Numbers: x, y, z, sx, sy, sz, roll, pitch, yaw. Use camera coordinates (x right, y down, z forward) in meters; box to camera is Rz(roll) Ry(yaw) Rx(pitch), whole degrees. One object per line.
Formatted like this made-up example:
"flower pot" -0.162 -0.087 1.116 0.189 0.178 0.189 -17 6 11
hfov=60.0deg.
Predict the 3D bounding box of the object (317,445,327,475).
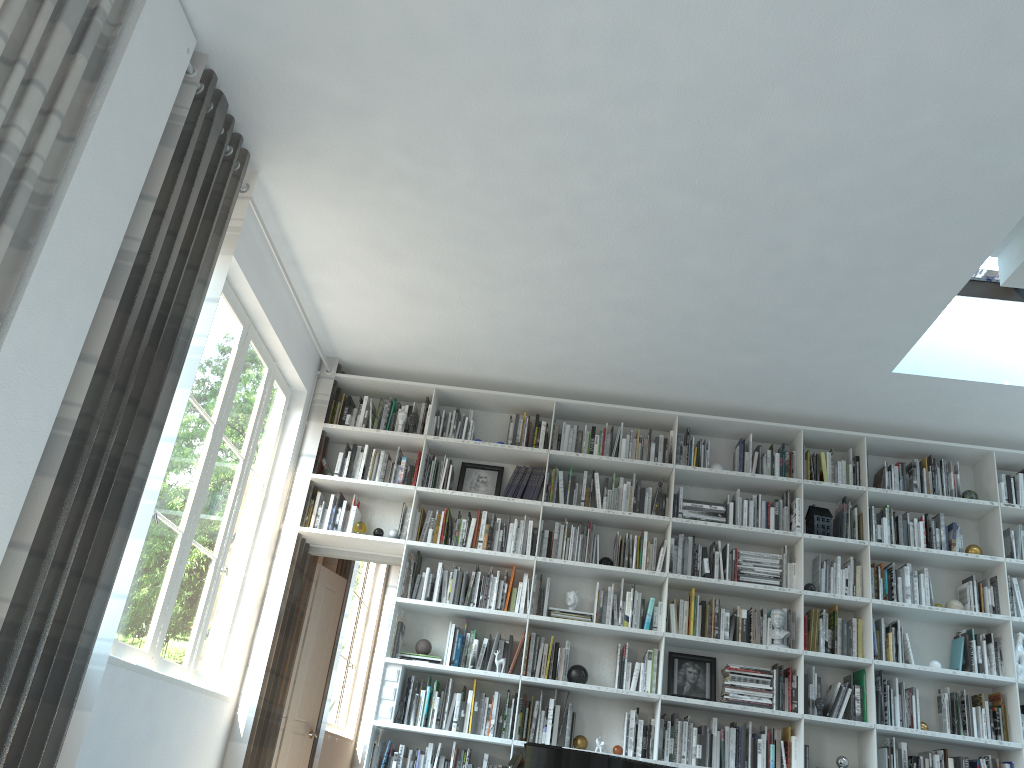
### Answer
"object" -1.327 0.550 6.158 0.035 0.294 0.177 6 -25 4

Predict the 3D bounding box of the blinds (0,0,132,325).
"blinds" -1.550 -0.362 2.174 0.183 3.246 1.031 7 -24 4

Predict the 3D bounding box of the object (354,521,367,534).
"object" -1.009 0.959 5.906 0.087 0.087 0.087 26 -30 -33

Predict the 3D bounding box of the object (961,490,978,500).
"object" 3.034 0.756 5.881 0.104 0.105 0.104 26 -30 -33

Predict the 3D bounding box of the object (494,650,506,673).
"object" -0.079 1.704 5.438 0.082 0.139 0.044 13 -25 -11

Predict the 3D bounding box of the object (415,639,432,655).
"object" -0.560 1.670 5.617 0.105 0.106 0.106 16 -26 -16

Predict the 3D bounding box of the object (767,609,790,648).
"object" 1.653 1.525 5.508 0.137 0.242 0.138 22 -28 -27

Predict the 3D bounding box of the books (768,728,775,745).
"books" 1.563 2.229 5.353 0.010 0.282 0.132 6 -25 4

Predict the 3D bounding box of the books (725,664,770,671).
"books" 1.468 1.781 5.543 0.254 0.012 0.161 5 -25 8

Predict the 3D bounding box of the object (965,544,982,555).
"object" 2.986 1.089 5.735 0.100 0.101 0.101 16 -26 -16

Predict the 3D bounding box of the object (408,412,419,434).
"object" -0.687 0.287 6.121 0.067 0.197 0.068 -16 -34 42

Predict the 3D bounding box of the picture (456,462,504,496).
"picture" -0.223 0.691 6.139 0.300 0.298 0.078 6 -24 4

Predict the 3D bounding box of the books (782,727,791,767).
"books" 1.653 2.228 5.342 0.011 0.299 0.150 6 -25 4

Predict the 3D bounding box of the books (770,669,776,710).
"books" 1.607 1.906 5.481 0.012 0.253 0.161 6 -25 4

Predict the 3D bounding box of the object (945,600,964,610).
"object" 2.828 1.436 5.669 0.112 0.112 0.112 16 -26 -16

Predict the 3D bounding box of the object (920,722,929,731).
"object" 2.481 2.082 5.367 0.072 0.072 0.071 26 -30 -33

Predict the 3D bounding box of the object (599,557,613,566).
"object" 0.613 1.180 5.797 0.097 0.098 0.097 26 -30 -33

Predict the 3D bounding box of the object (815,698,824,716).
"object" 1.838 1.929 5.291 0.054 0.113 0.080 7 -25 3

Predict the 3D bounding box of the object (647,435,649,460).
"object" 0.930 0.496 6.152 0.010 0.245 0.158 6 -25 4

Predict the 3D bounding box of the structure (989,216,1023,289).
"structure" 3.427 0.785 3.970 2.613 3.366 1.963 6 -25 4

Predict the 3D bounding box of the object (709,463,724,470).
"object" 1.393 0.594 6.048 0.105 0.105 0.105 16 -26 -16

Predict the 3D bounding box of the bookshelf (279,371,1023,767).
"bookshelf" 1.548 1.738 5.496 6.296 3.127 0.332 6 -24 4

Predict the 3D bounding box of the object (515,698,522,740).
"object" 0.040 2.068 5.449 0.012 0.253 0.161 6 -25 4

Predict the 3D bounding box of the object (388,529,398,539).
"object" -0.789 1.003 5.912 0.071 0.072 0.072 16 -26 -16

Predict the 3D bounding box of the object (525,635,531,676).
"object" 0.101 1.739 5.612 0.012 0.269 0.131 6 -25 4

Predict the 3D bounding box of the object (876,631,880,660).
"object" 2.281 1.669 5.580 0.013 0.207 0.140 6 -25 4

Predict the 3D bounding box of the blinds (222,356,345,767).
"blinds" -1.482 1.420 5.916 0.140 3.216 0.780 6 -24 4

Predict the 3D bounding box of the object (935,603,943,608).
"object" 2.711 1.432 5.647 0.068 0.068 0.068 16 -26 -16

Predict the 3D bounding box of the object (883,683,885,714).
"object" 2.264 1.983 5.455 0.007 0.265 0.135 6 -25 4

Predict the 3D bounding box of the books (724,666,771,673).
"books" 1.467 1.793 5.539 0.254 0.012 0.161 8 -25 1

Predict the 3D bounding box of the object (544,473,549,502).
"object" 0.234 0.751 6.052 0.012 0.253 0.161 6 -25 4

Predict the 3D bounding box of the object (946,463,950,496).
"object" 2.936 0.698 6.018 0.006 0.296 0.130 6 -25 4

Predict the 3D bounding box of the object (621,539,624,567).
"object" 0.722 1.155 5.863 0.010 0.224 0.143 6 -25 4

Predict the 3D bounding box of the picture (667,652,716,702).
"picture" 1.131 1.852 5.577 0.300 0.298 0.078 6 -24 4

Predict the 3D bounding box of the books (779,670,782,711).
"books" 1.642 1.913 5.487 0.013 0.255 0.163 6 -25 4

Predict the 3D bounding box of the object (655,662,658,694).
"object" 0.895 1.854 5.548 0.017 0.215 0.104 6 -25 4

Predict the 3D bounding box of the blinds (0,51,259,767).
"blinds" -1.532 0.225 3.377 0.140 3.216 0.780 6 -24 4

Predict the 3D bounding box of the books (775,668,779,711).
"books" 1.619 1.903 5.479 0.011 0.259 0.185 6 -25 4

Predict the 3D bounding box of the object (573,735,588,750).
"object" 0.414 2.177 5.375 0.091 0.091 0.091 16 -26 -16

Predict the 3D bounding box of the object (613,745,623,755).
"object" 0.634 2.198 5.314 0.061 0.062 0.061 26 -30 -33

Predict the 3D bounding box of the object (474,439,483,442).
"object" -0.238 0.425 6.171 0.083 0.083 0.083 16 -26 -16

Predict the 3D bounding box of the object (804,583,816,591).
"object" 1.895 1.304 5.644 0.072 0.072 0.071 26 -30 -33

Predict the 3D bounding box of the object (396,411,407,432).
"object" -0.767 0.278 6.127 0.067 0.197 0.068 -16 -34 42

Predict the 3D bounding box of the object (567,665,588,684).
"object" 0.409 1.819 5.528 0.134 0.134 0.134 26 -30 -33

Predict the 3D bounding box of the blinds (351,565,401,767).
"blinds" -1.409 3.118 9.525 0.140 3.216 0.780 6 -24 4

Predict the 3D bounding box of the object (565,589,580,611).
"object" 0.389 1.404 5.743 0.095 0.156 0.122 1 -26 17

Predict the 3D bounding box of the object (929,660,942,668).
"object" 2.615 1.746 5.480 0.072 0.072 0.071 26 -30 -33

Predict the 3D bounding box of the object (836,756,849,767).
"object" 1.944 2.227 5.218 0.072 0.072 0.071 26 -30 -33

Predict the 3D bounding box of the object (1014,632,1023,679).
"object" 3.084 1.655 5.388 0.087 0.287 0.075 -11 -30 35

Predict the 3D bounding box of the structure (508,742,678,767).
"structure" 0.659 2.226 4.121 1.918 0.829 1.341 6 -25 4

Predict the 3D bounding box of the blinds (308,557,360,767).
"blinds" -1.460 1.924 6.987 0.140 3.216 0.780 6 -24 4

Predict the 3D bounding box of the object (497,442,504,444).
"object" -0.082 0.443 6.159 0.083 0.083 0.083 16 -26 -16

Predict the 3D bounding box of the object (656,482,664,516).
"object" 0.983 0.773 5.865 0.075 0.253 0.075 15 -25 -15

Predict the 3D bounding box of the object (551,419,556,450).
"object" 0.284 0.408 6.209 0.012 0.283 0.160 6 -25 4

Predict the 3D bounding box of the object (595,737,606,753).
"object" 0.532 2.162 5.306 0.060 0.094 0.078 -1 -26 19

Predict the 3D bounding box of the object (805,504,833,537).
"object" 2.025 0.921 5.850 0.135 0.247 0.136 11 -25 -5

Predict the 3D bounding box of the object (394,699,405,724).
"object" -0.678 1.977 5.347 0.045 0.146 0.045 -13 -32 38

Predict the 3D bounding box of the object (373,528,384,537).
"object" -0.894 1.000 5.938 0.071 0.072 0.072 16 -26 -16
